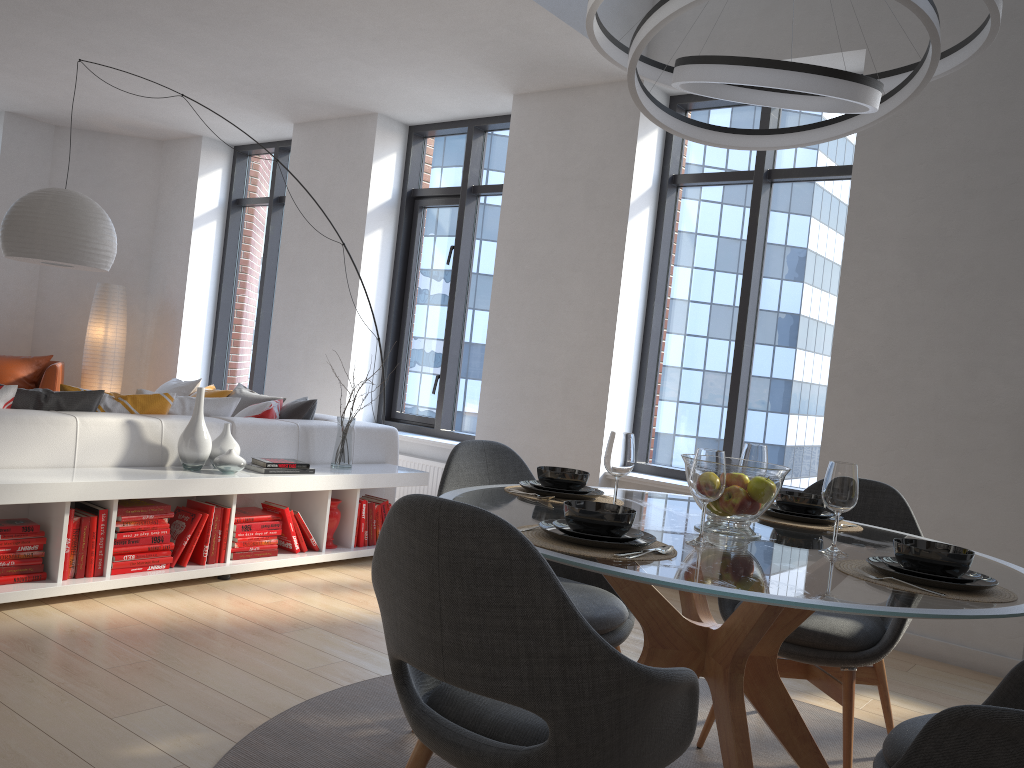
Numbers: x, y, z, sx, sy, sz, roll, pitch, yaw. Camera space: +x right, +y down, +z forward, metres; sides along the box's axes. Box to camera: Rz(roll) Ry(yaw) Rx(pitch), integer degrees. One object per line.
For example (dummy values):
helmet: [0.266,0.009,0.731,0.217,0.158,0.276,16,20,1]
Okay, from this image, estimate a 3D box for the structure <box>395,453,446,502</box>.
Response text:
structure: [-0.729,0.756,6.439,1.015,0.460,0.110,7,1,37]

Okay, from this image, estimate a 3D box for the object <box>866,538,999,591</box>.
object: [0.902,0.385,1.907,0.258,0.074,0.258,6,1,-33]

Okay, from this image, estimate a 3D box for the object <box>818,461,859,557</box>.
object: [0.786,0.299,2.136,0.083,0.220,0.083,6,0,-2]

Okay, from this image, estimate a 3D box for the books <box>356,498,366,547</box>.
books: [-0.901,0.764,4.972,0.198,0.268,0.050,7,1,37]

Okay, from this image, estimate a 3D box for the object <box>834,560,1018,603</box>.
object: [0.885,0.421,1.912,0.360,0.002,0.360,6,0,12]

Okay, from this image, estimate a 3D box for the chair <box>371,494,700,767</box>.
chair: [0.020,0.655,1.731,0.655,0.891,0.619,7,1,39]

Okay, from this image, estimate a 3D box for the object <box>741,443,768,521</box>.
object: [0.702,0.286,2.595,0.083,0.220,0.083,6,0,-2]

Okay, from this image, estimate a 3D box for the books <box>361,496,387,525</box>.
books: [-0.794,0.785,5.134,0.187,0.249,0.119,7,1,37]

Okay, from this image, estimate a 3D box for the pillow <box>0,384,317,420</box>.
pillow: [-1.832,0.237,4.835,0.608,0.436,2.120,7,1,33]

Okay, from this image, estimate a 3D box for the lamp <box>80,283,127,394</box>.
lamp: [-3.545,-0.119,8.109,0.804,1.550,0.502,6,0,-3]

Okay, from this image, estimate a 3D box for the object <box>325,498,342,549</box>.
object: [-1.002,0.759,4.841,0.125,0.258,0.125,6,0,15]

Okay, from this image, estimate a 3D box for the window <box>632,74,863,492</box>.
window: [1.438,-0.574,5.322,1.310,2.402,0.170,7,1,37]

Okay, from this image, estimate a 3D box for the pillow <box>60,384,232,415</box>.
pillow: [-2.137,0.215,5.319,0.630,0.440,2.095,6,0,-6]

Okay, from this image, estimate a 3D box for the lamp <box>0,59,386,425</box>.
lamp: [-1.402,-0.413,5.517,3.199,2.647,0.710,6,0,-17]

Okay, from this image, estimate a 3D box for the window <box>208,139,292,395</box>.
window: [-2.204,-1.002,8.100,1.310,2.402,0.170,7,1,37]

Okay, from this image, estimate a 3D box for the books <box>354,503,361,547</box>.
books: [-0.918,0.771,4.938,0.168,0.250,0.026,7,1,37]

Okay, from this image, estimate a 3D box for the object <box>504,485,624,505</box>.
object: [0.155,0.334,2.657,0.360,0.002,0.360,6,0,-11]

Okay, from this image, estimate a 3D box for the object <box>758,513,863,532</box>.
object: [0.885,0.415,2.721,0.360,0.002,0.360,6,0,-11]

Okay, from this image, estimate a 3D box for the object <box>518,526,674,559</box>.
object: [0.185,0.335,1.927,0.309,0.015,0.206,7,1,42]

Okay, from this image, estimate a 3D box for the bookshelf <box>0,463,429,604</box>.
bookshelf: [-1.437,0.673,4.305,0.356,0.500,2.600,7,1,37]

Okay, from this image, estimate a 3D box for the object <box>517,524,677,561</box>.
object: [0.178,0.342,1.931,0.360,0.002,0.360,6,0,12]

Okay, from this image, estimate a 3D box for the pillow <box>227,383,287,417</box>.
pillow: [-2.342,0.177,4.694,0.647,0.453,2.953,7,0,25]

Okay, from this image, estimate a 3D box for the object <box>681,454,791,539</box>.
object: [0.565,0.291,2.287,0.278,0.184,0.278,6,1,-44]

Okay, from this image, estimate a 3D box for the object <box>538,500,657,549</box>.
object: [0.188,0.305,1.936,0.258,0.074,0.258,7,0,17]

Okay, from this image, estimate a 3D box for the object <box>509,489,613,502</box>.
object: [0.150,0.326,2.649,0.206,0.015,0.309,7,1,42]

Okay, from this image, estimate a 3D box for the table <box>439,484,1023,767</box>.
table: [0.508,0.761,2.302,1.499,0.764,1.499,7,0,26]

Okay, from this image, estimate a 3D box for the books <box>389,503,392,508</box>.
books: [-0.759,0.798,5.191,0.173,0.230,0.103,7,1,37]

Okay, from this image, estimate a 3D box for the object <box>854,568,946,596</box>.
object: [0.889,0.414,1.922,0.309,0.015,0.206,6,1,-43]

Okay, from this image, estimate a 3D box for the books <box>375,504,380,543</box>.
books: [-0.825,0.791,5.077,0.165,0.230,0.081,7,1,37]

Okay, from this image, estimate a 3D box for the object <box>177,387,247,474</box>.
object: [-1.454,0.220,4.311,0.316,0.398,0.319,6,0,-29]

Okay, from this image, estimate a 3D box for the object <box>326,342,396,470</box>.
object: [-0.857,0.107,4.945,0.406,0.744,0.607,6,0,-13]

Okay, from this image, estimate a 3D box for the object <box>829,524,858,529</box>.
object: [0.873,0.406,2.719,0.309,0.015,0.206,7,1,42]

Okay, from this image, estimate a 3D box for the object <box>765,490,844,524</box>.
object: [0.886,0.377,2.725,0.258,0.074,0.258,6,1,-33]

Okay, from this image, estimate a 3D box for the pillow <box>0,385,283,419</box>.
pillow: [-2.025,0.244,4.570,0.575,0.449,2.250,7,1,35]

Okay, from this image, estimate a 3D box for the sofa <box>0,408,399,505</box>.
sofa: [-2.755,0.404,4.995,2.614,0.732,3.424,7,1,37]

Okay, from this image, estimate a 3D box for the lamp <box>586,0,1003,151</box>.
lamp: [0.915,-2.916,2.264,1.000,4.513,1.000,7,1,39]

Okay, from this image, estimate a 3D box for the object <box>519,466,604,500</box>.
object: [0.151,0.295,2.664,0.258,0.074,0.258,7,0,17]

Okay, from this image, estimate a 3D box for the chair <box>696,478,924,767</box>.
chair: [1.004,0.756,2.897,0.655,0.891,0.619,7,1,39]

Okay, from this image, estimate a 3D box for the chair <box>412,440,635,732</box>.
chair: [0.061,0.652,2.721,0.619,0.891,0.655,7,1,44]

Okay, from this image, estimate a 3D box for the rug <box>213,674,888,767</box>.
rug: [0.459,1.146,2.297,2.499,0.010,2.499,6,0,10]

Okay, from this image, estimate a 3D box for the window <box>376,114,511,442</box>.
window: [-0.383,-0.788,6.711,1.310,2.402,0.170,7,1,37]

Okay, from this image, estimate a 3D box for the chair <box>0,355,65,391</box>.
chair: [-4.341,0.141,7.570,0.896,0.858,0.843,6,0,-21]

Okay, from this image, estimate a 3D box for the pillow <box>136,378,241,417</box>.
pillow: [-2.214,0.186,5.628,0.580,0.456,2.156,6,0,-27]

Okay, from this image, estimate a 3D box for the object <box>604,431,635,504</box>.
object: [0.287,0.241,2.403,0.083,0.220,0.083,6,0,9]

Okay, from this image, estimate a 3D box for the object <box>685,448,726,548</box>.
object: [0.448,0.261,2.051,0.083,0.220,0.083,6,0,-25]

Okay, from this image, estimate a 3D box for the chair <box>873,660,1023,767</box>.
chair: [1.047,0.770,1.750,0.619,0.891,0.655,7,1,44]
